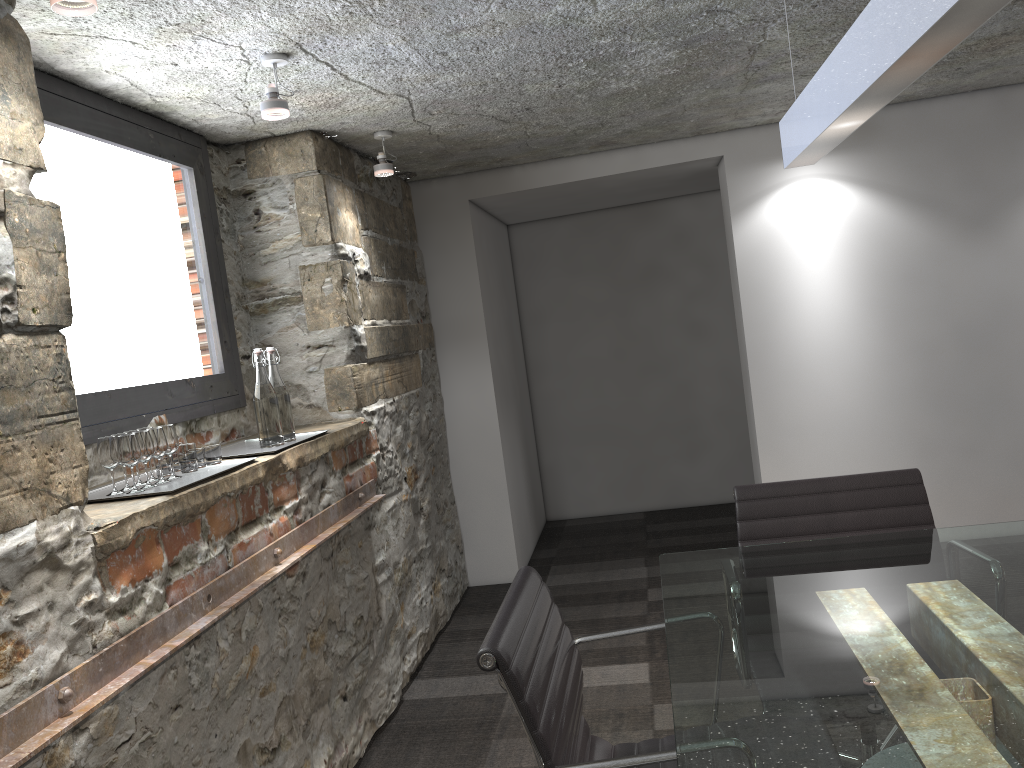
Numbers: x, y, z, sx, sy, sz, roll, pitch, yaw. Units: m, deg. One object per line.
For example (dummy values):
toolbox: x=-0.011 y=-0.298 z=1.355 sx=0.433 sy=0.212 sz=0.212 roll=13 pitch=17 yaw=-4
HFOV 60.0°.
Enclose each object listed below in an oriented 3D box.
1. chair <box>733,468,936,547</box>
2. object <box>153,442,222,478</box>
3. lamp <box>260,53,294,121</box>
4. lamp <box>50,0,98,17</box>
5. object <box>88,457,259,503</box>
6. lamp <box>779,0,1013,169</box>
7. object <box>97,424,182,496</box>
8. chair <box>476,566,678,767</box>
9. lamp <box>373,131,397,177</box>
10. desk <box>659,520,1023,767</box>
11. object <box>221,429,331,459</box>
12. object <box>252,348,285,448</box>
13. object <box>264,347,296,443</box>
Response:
chair: x=0.834 y=0.682 z=2.090 sx=0.693 sy=0.837 sz=0.667 roll=-8 pitch=4 yaw=1
object: x=-0.846 y=0.188 z=2.296 sx=0.111 sy=0.072 sz=0.191 roll=-7 pitch=4 yaw=16
lamp: x=-0.644 y=-0.807 z=2.408 sx=0.077 sy=0.165 sz=0.098 roll=-4 pitch=5 yaw=41
lamp: x=-0.765 y=-0.736 z=1.548 sx=0.077 sy=0.165 sz=0.098 roll=-4 pitch=5 yaw=41
object: x=-0.864 y=0.237 z=2.188 sx=0.310 sy=0.007 sz=0.457 roll=-7 pitch=4 yaw=9
lamp: x=0.442 y=-0.658 z=0.577 sx=0.073 sy=0.524 sz=3.159 roll=-7 pitch=4 yaw=9
object: x=-0.872 y=0.176 z=2.080 sx=0.108 sy=0.131 sz=0.218 roll=-7 pitch=4 yaw=7
chair: x=0.317 y=0.781 z=1.619 sx=0.667 sy=0.837 sz=0.693 roll=-8 pitch=4 yaw=0
lamp: x=-0.498 y=-0.892 z=3.437 sx=0.077 sy=0.165 sz=0.098 roll=-4 pitch=5 yaw=41
desk: x=0.650 y=0.860 z=0.674 sx=0.909 sy=0.711 sz=3.154 roll=-7 pitch=4 yaw=9
object: x=-0.785 y=0.191 z=2.744 sx=0.310 sy=0.007 sz=0.457 roll=-7 pitch=4 yaw=9
object: x=-0.747 y=0.042 z=2.685 sx=0.073 sy=0.300 sz=0.073 roll=-9 pitch=4 yaw=-23
object: x=-0.734 y=0.034 z=2.776 sx=0.073 sy=0.300 sz=0.073 roll=-9 pitch=4 yaw=-23
